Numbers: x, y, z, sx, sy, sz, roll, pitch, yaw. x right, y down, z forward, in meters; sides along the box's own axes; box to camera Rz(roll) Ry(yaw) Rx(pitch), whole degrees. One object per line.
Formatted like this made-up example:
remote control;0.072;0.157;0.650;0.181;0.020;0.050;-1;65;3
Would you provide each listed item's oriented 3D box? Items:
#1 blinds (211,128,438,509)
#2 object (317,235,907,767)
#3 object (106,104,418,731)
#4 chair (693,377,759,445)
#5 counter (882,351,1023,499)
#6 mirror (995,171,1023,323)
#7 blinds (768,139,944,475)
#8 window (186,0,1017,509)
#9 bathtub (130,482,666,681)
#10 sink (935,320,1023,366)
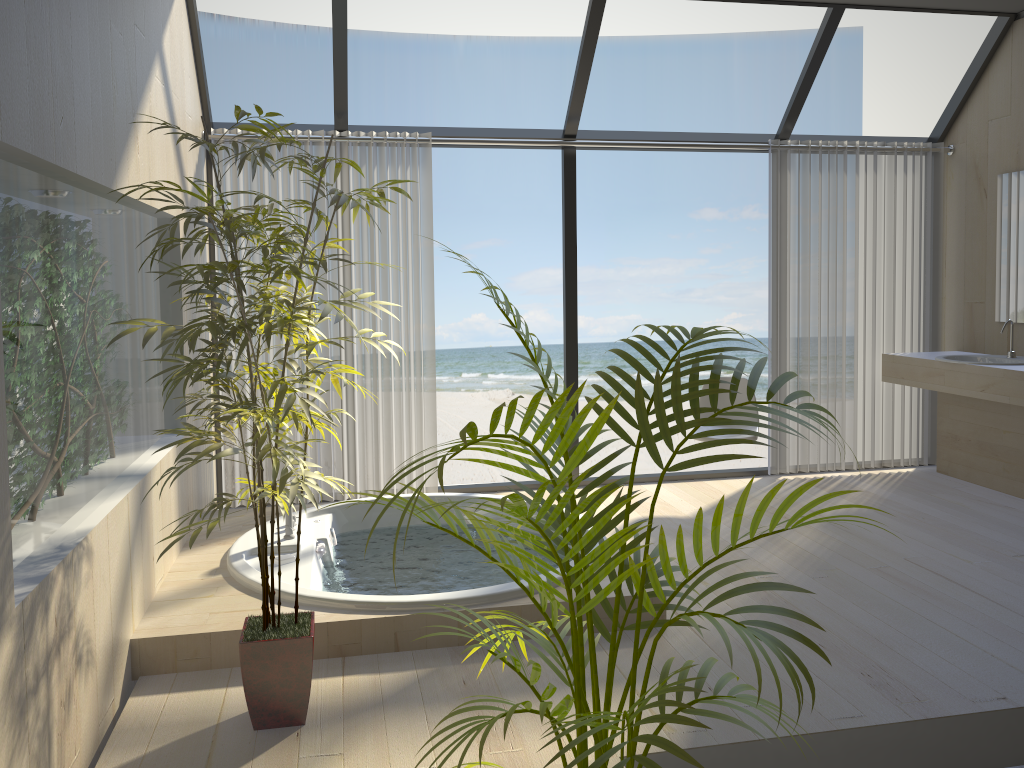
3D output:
blinds;-1.026;-0.370;4.953;1.183;2.063;0.084;-2;3;-11
object;0.205;0.391;1.633;1.066;1.341;0.876;-3;5;-23
object;-0.749;0.101;2.532;0.787;1.750;0.939;0;4;14
chair;1.225;0.153;5.078;0.369;0.346;0.456;1;6;17
counter;2.714;0.258;5.037;0.550;0.787;1.210;-2;6;-11
mirror;2.956;-0.771;4.946;0.023;0.865;0.656;-1;4;-11
blinds;2.164;-0.487;5.593;1.183;2.063;0.084;-2;3;-11
window;0.611;-0.748;5.067;4.561;2.804;0.747;-2;4;-11
bathtub;-0.497;0.766;3.829;1.821;0.696;1.654;-2;6;-11
sink;2.668;-0.149;4.972;0.504;0.418;0.576;-1;5;-8
